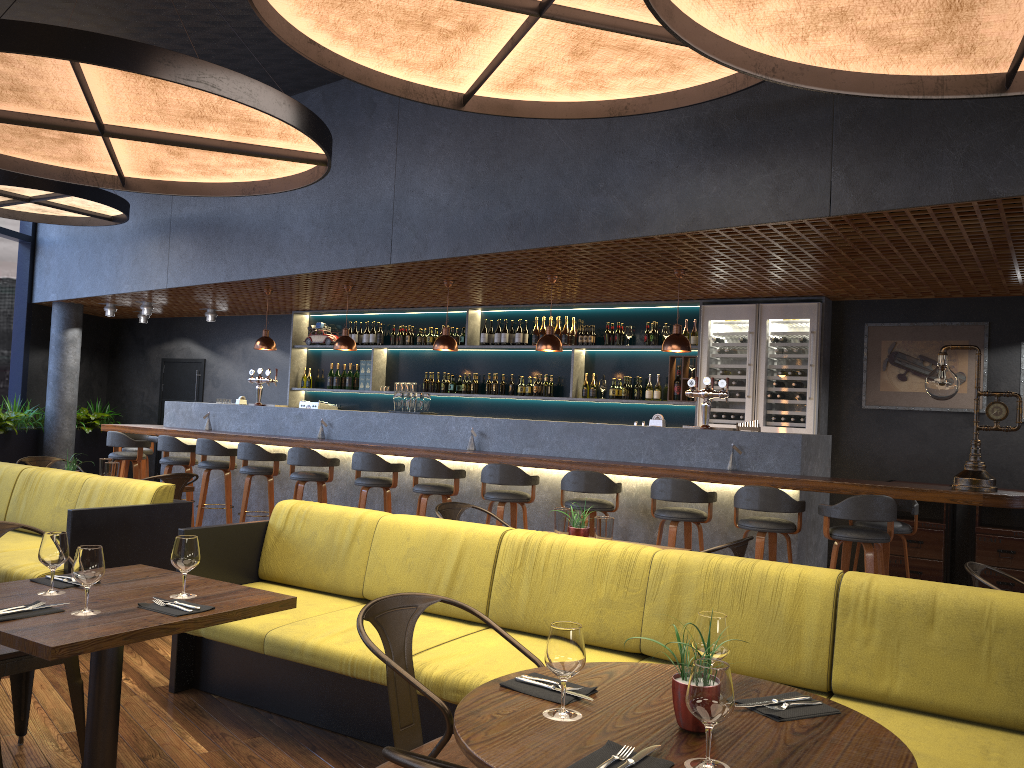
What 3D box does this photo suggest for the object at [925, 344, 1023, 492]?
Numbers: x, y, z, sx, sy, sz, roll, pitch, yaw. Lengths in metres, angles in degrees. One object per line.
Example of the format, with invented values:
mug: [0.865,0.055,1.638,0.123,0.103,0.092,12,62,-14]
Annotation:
object: [2.980,0.214,5.748,0.566,0.944,0.263,2,-2,24]

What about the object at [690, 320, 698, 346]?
object: [1.895,-0.527,9.201,0.079,0.281,0.079,3,-2,1]

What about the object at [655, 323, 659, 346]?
object: [1.532,-0.524,9.432,0.063,0.254,0.063,3,-2,-5]

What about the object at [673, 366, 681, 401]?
object: [1.731,-0.007,9.238,0.091,0.369,0.092,3,-2,1]

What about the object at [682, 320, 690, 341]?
object: [1.815,-0.529,9.251,0.079,0.281,0.079,1,-3,41]

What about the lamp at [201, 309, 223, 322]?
lamp: [-4.237,-0.967,12.482,0.228,0.172,0.228,2,-2,32]

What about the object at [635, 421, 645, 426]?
object: [1.427,0.646,9.432,0.310,0.492,0.204,2,-2,32]

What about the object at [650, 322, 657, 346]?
object: [1.491,-0.529,9.338,0.063,0.254,0.063,4,-2,-30]

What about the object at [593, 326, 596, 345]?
object: [0.903,-0.528,9.803,0.056,0.227,0.056,2,-2,34]

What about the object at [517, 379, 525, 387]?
object: [0.107,0.041,10.365,0.097,0.206,0.097,4,-2,-27]

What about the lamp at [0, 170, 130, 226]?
lamp: [-5.187,-2.463,9.603,1.979,1.093,1.979,3,-2,-4]

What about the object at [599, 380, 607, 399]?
object: [0.990,0.061,9.664,0.097,0.206,0.097,3,-2,1]

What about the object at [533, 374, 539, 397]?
object: [0.275,0.016,10.061,0.063,0.254,0.063,2,-2,25]

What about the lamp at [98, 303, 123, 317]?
lamp: [-5.621,-1.037,12.412,0.228,0.172,0.228,2,-2,32]

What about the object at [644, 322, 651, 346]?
object: [1.443,-0.528,9.440,0.063,0.254,0.063,3,-2,-16]

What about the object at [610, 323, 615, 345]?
object: [1.096,-0.536,9.717,0.063,0.254,0.063,3,-2,-6]

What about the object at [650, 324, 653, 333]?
object: [1.503,-0.522,9.521,0.063,0.254,0.063,4,-2,-30]

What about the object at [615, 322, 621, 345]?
object: [1.146,-0.538,9.577,0.063,0.254,0.063,3,-2,4]

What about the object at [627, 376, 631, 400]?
object: [1.245,0.046,9.552,0.063,0.254,0.063,4,-2,-30]

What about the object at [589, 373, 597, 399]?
object: [0.898,0.024,9.787,0.079,0.281,0.079,2,-2,11]

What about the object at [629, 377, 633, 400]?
object: [1.282,0.051,9.627,0.063,0.254,0.063,3,-2,-5]

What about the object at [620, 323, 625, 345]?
object: [1.195,-0.533,9.657,0.063,0.254,0.063,2,-2,19]

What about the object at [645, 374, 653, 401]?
object: [1.464,0.038,9.434,0.079,0.281,0.079,3,-2,6]

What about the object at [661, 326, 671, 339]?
object: [1.616,-0.500,9.307,0.097,0.206,0.097,3,-2,1]

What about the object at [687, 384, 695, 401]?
object: [1.851,0.074,9.159,0.097,0.206,0.097,3,-2,-18]

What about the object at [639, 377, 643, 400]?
object: [1.375,0.052,9.538,0.063,0.254,0.063,1,-3,40]

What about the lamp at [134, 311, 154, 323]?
lamp: [-5.519,-1.002,13.281,0.228,0.172,0.228,2,-2,32]

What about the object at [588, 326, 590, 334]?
object: [0.850,-0.530,9.836,0.056,0.227,0.056,3,-2,-6]

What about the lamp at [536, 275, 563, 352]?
lamp: [0.350,-0.634,7.987,0.250,0.673,0.250,4,-2,-26]

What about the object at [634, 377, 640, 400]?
object: [1.339,0.048,9.463,0.063,0.254,0.063,3,-2,-5]

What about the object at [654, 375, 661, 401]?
object: [1.544,0.040,9.384,0.079,0.281,0.079,2,-2,26]

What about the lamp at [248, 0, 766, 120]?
lamp: [0.164,-2.321,4.305,2.778,1.159,2.778,3,-2,-8]

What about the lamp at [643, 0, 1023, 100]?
lamp: [1.806,-2.115,2.784,2.778,1.475,2.778,1,-2,36]

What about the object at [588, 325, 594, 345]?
object: [0.871,-0.531,9.751,0.056,0.227,0.056,2,-2,19]

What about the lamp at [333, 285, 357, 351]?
lamp: [-1.730,-0.692,9.284,0.250,0.673,0.250,4,-2,-26]

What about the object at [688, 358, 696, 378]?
object: [1.862,-0.160,9.167,0.097,0.206,0.097,3,-2,-18]

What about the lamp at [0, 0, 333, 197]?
lamp: [-2.493,-2.233,5.490,2.778,1.475,2.778,3,-2,-4]

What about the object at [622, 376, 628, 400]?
object: [1.208,0.042,9.481,0.063,0.254,0.063,1,-2,35]

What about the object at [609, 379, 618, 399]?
object: [1.098,0.055,9.567,0.088,0.224,0.088,3,-2,2]

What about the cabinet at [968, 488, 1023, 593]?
cabinet: [4.203,1.406,7.520,0.553,1.007,0.473,2,-2,32]

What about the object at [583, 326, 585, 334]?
object: [0.800,-0.531,9.867,0.056,0.227,0.056,2,-2,34]

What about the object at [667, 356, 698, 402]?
object: [1.793,-0.051,9.200,0.300,0.475,0.161,2,-2,31]

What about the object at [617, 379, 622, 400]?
object: [1.168,0.061,9.652,0.088,0.224,0.088,2,-2,27]

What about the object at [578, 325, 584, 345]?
object: [0.767,-0.534,9.816,0.056,0.227,0.056,3,-2,-6]

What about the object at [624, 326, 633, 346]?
object: [1.252,-0.511,9.515,0.097,0.206,0.097,3,-2,1]

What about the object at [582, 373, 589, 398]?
object: [0.819,0.021,9.837,0.079,0.281,0.079,1,-2,36]

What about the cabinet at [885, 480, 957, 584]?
cabinet: [3.614,1.390,7.888,0.553,1.007,0.473,2,-2,32]

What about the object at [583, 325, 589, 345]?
object: [0.819,-0.533,9.784,0.056,0.227,0.056,2,-2,9]

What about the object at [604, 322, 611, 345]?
object: [1.038,-0.541,9.635,0.063,0.254,0.063,2,-2,29]

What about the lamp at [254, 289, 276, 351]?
lamp: [-2.742,-0.720,9.915,0.250,0.673,0.250,2,-2,19]

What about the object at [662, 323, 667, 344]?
object: [1.636,-0.518,9.443,0.063,0.254,0.063,1,-3,40]

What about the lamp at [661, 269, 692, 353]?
lamp: [1.376,-0.605,7.348,0.250,0.673,0.250,4,-2,-26]

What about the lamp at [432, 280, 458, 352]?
lamp: [-0.628,-0.661,8.597,0.250,0.673,0.250,4,-2,-26]

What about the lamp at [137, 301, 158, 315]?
lamp: [-4.922,-1.018,11.956,0.228,0.172,0.228,2,-2,32]
